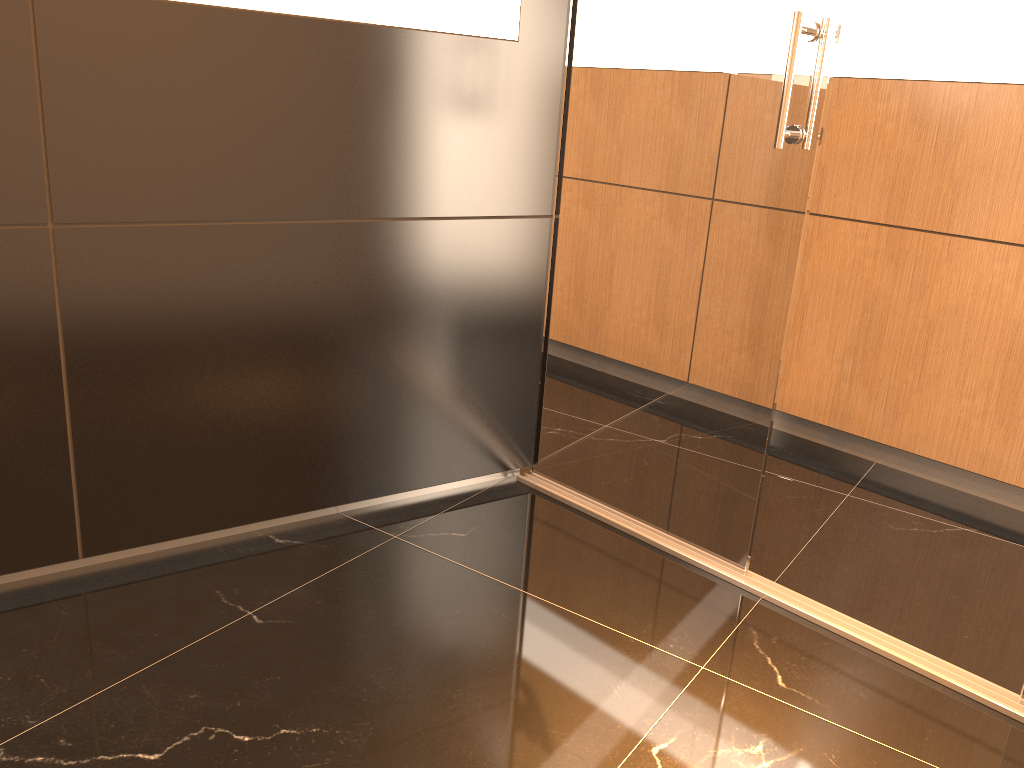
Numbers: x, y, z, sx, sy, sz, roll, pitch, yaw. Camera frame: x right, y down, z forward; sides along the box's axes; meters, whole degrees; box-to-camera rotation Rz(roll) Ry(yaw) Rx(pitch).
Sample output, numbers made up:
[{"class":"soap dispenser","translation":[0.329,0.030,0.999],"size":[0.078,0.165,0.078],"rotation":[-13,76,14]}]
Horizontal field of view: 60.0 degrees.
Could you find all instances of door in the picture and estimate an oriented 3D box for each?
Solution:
[{"class":"door","translation":[1.082,-0.895,1.869],"size":[0.098,3.285,2.473],"rotation":[-13,25,-43]}]
